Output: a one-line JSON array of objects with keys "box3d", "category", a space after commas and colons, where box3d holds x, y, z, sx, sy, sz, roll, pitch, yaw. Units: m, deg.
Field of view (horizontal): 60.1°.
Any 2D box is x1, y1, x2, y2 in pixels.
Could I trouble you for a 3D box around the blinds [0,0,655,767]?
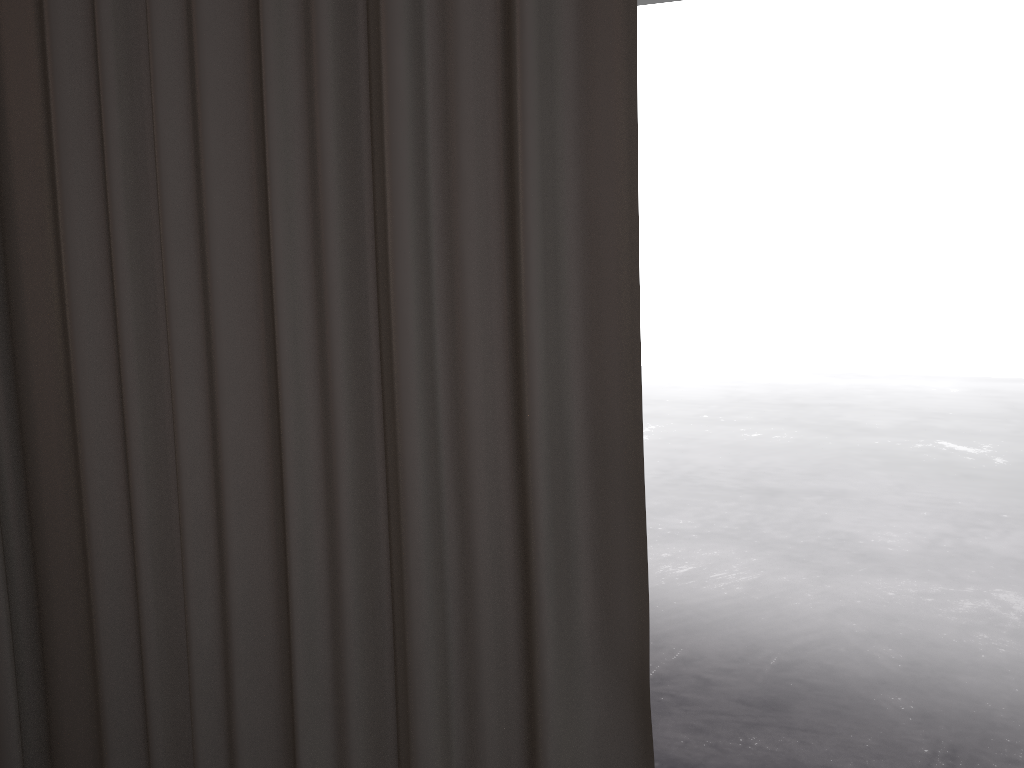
[{"box3d": [-0.579, -0.611, 0.939, 3.290, 2.981, 0.250, 2, 7, 22], "category": "blinds"}]
